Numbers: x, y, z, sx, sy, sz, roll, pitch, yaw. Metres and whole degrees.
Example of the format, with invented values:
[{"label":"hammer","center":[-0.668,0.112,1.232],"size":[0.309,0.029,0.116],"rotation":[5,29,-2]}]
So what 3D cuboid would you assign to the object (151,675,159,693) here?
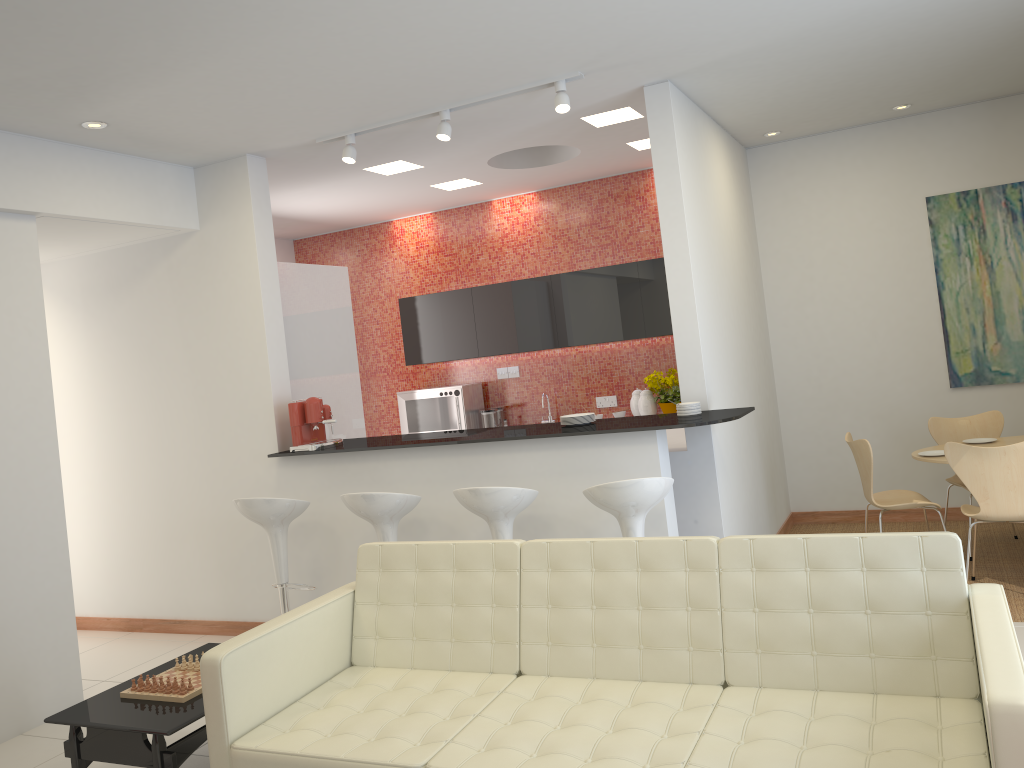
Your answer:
[{"label":"object","center":[-1.494,1.249,3.696],"size":[0.030,0.069,0.030],"rotation":[-7,-1,33]}]

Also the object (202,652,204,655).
[{"label":"object","center":[-1.375,1.227,3.950],"size":[0.030,0.069,0.030],"rotation":[-7,-1,33]}]

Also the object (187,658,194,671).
[{"label":"object","center":[-1.427,1.244,3.930],"size":[0.030,0.050,0.030],"rotation":[-7,-1,33]}]

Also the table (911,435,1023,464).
[{"label":"table","center":[3.686,0.720,5.337],"size":[2.255,0.730,1.283],"rotation":[-6,1,26]}]

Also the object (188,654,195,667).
[{"label":"object","center":[-1.446,1.243,3.984],"size":[0.030,0.052,0.030],"rotation":[-7,-1,18]}]

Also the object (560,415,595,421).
[{"label":"object","center":[0.394,0.207,5.307],"size":[0.211,0.015,0.210],"rotation":[-7,2,-21]}]

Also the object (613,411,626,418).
[{"label":"object","center":[0.955,0.288,7.854],"size":[0.121,0.084,0.121],"rotation":[-7,1,-10]}]

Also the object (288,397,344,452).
[{"label":"object","center":[-1.232,0.245,5.750],"size":[0.320,0.337,0.321],"rotation":[-7,0,26]}]

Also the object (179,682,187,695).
[{"label":"object","center":[-1.349,1.247,3.628],"size":[0.030,0.044,0.030],"rotation":[-7,-1,33]}]

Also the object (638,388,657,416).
[{"label":"object","center":[1.161,0.176,7.585],"size":[0.160,0.284,0.159],"rotation":[-6,-1,-13]}]

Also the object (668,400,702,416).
[{"label":"object","center":[1.003,0.127,5.117],"size":[0.173,0.098,0.140],"rotation":[-6,1,18]}]

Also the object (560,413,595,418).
[{"label":"object","center":[0.392,0.193,5.308],"size":[0.211,0.015,0.210],"rotation":[-7,2,-21]}]

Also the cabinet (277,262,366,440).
[{"label":"cabinet","center":[-2.120,0.439,6.867],"size":[1.632,2.527,1.059],"rotation":[-7,-1,25]}]

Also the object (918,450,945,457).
[{"label":"object","center":[2.713,0.447,5.667],"size":[0.211,0.015,0.209],"rotation":[-8,2,-43]}]

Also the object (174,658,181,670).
[{"label":"object","center":[-1.499,1.251,3.964],"size":[0.030,0.050,0.030],"rotation":[-7,-1,33]}]

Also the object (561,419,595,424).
[{"label":"object","center":[0.396,0.228,5.307],"size":[0.211,0.015,0.210],"rotation":[-7,2,-21]}]

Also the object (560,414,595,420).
[{"label":"object","center":[0.393,0.200,5.307],"size":[0.211,0.015,0.210],"rotation":[-7,2,-21]}]

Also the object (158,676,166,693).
[{"label":"object","center":[-1.458,1.248,3.679],"size":[0.030,0.064,0.030],"rotation":[-7,-1,33]}]

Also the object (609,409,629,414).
[{"label":"object","center":[0.947,0.243,7.835],"size":[0.235,0.009,0.008],"rotation":[-8,1,-35]}]

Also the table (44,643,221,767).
[{"label":"table","center":[-1.367,1.497,3.836],"size":[0.699,0.423,0.919],"rotation":[-6,1,25]}]

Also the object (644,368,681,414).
[{"label":"object","center":[1.381,0.066,7.478],"size":[0.521,0.449,0.504],"rotation":[-6,0,28]}]

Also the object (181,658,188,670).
[{"label":"object","center":[-1.463,1.248,3.947],"size":[0.030,0.050,0.030],"rotation":[-7,-1,33]}]

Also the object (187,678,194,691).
[{"label":"object","center":[-1.333,1.241,3.664],"size":[0.030,0.050,0.030],"rotation":[-7,-1,33]}]

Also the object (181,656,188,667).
[{"label":"object","center":[-1.482,1.251,4.000],"size":[0.030,0.044,0.030],"rotation":[-7,-1,33]}]

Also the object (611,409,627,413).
[{"label":"object","center":[0.954,0.241,7.863],"size":[0.235,0.009,0.008],"rotation":[-8,1,-40]}]

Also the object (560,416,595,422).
[{"label":"object","center":[0.395,0.214,5.307],"size":[0.211,0.015,0.210],"rotation":[-7,2,-21]}]

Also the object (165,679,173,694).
[{"label":"object","center":[-1.422,1.249,3.662],"size":[0.030,0.055,0.030],"rotation":[-7,-1,33]}]

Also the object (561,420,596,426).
[{"label":"object","center":[0.397,0.235,5.306],"size":[0.211,0.015,0.210],"rotation":[-7,2,-21]}]

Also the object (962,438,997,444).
[{"label":"object","center":[3.158,0.387,5.976],"size":[0.211,0.015,0.209],"rotation":[-8,2,-43]}]

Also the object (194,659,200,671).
[{"label":"object","center":[-1.391,1.240,3.913],"size":[0.030,0.050,0.030],"rotation":[-7,-1,33]}]

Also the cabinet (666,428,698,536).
[{"label":"cabinet","center":[0.140,0.946,7.098],"size":[3.326,0.986,2.500],"rotation":[-6,1,25]}]

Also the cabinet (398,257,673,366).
[{"label":"cabinet","center":[0.457,-0.663,8.084],"size":[3.233,0.660,0.352],"rotation":[-6,-1,25]}]

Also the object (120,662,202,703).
[{"label":"object","center":[-1.412,1.280,3.813],"size":[0.359,0.021,0.361],"rotation":[-6,2,25]}]

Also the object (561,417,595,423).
[{"label":"object","center":[0.396,0.221,5.307],"size":[0.211,0.015,0.210],"rotation":[-7,2,-21]}]

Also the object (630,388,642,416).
[{"label":"object","center":[1.117,0.176,7.771],"size":[0.160,0.284,0.159],"rotation":[-6,-1,-13]}]

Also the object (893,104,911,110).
[{"label":"object","center":[2.941,-2.088,6.681],"size":[0.129,0.010,0.129],"rotation":[-7,2,-20]}]

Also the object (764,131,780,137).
[{"label":"object","center":[2.082,-2.001,7.087],"size":[0.129,0.010,0.129],"rotation":[-7,2,-20]}]

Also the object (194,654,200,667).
[{"label":"object","center":[-1.411,1.238,3.967],"size":[0.030,0.055,0.030],"rotation":[-7,-1,33]}]
